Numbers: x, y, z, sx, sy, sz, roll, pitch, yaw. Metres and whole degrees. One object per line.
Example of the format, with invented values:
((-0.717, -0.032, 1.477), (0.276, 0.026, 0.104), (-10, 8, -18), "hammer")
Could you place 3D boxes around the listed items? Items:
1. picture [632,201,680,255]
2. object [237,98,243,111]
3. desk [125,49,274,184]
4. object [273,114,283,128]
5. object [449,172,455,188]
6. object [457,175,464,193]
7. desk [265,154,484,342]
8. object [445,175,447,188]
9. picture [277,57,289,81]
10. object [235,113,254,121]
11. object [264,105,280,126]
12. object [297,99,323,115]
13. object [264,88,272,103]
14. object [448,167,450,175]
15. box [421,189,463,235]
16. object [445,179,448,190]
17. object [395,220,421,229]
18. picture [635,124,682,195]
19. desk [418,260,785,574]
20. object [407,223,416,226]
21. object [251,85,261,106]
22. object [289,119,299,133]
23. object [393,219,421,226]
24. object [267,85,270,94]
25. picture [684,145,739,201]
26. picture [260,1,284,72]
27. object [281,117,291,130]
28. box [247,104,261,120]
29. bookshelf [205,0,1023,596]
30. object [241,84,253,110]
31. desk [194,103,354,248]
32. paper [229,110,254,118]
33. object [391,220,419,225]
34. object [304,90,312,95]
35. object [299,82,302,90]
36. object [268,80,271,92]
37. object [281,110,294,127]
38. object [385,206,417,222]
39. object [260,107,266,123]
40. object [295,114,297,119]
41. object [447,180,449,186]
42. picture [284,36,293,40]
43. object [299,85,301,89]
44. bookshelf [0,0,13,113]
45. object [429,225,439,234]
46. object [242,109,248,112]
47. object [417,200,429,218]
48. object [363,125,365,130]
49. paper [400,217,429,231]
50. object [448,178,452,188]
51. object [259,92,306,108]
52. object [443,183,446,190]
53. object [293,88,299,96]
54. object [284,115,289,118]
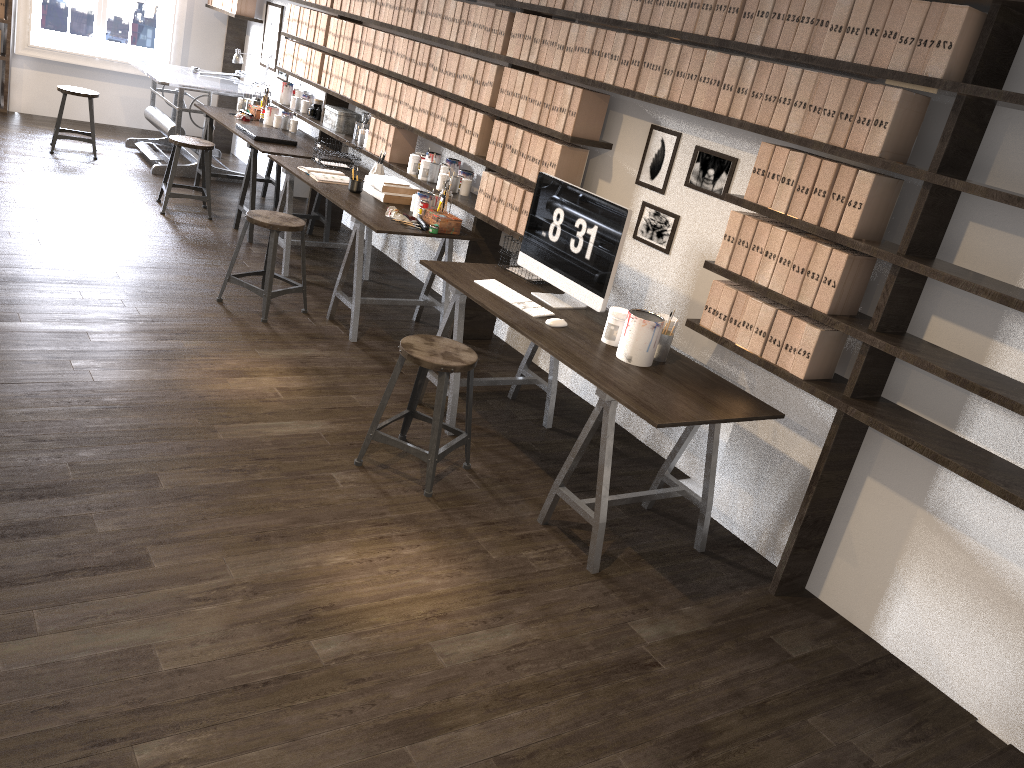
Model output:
((0.667, -0.724, 4.091), (0.023, 0.181, 0.255), (0, 24, -36), "picture")
((-2.191, -2.264, 7.188), (0.068, 0.103, 0.069), (2, 23, -32), "object")
((-2.746, -2.474, 7.852), (1.071, 1.081, 1.288), (-1, 24, -36), "desk")
((-1.808, -2.026, 6.832), (0.062, 0.093, 0.063), (15, 19, 2), "object")
((-0.342, -1.038, 4.793), (0.020, 0.225, 0.007), (12, 18, -6), "object")
((-0.313, -1.179, 5.231), (0.045, 0.101, 0.045), (-5, 26, -44), "object")
((-0.941, -0.836, 5.388), (0.655, 0.659, 1.694), (-1, 25, -36), "desk")
((-0.366, -1.038, 4.801), (0.007, 0.211, 0.056), (3, 21, -30), "object")
((-2.011, -2.771, 7.823), (0.023, 0.181, 0.255), (0, 24, -36), "picture")
((-2.082, -2.079, 6.868), (0.132, 0.050, 0.200), (11, 21, -9), "object")
((-1.874, -2.090, 6.901), (0.104, 0.139, 0.106), (-5, 27, -43), "object")
((-1.566, -2.152, 6.941), (0.107, 0.159, 0.238), (20, 21, 16), "object")
((-2.003, -2.295, 7.216), (0.068, 0.226, 0.070), (-2, 24, -39), "object")
((-0.376, -1.216, 5.232), (0.029, 0.133, 0.004), (-2, 25, -40), "object")
((-0.371, -0.940, 4.785), (0.137, 0.204, 0.215), (0, 24, -36), "box")
((-0.361, -1.019, 4.790), (0.008, 0.183, 0.072), (15, 19, 4), "object")
((-0.555, -0.853, 4.731), (0.158, 0.005, 0.005), (20, 21, 17), "object")
((0.676, -1.036, 4.082), (0.022, 0.280, 0.204), (0, 24, -36), "picture")
((0.211, 0.071, 3.783), (0.655, 0.659, 1.694), (-1, 25, -36), "desk")
((-0.565, -0.860, 4.746), (0.119, 0.006, 0.008), (18, 20, 11), "object")
((-2.070, -2.297, 7.165), (0.068, 0.234, 0.070), (-2, 24, -39), "object")
((-1.678, -1.986, 6.810), (0.062, 0.093, 0.062), (18, 19, 10), "object")
((-0.563, -0.865, 4.735), (0.172, 0.017, 0.011), (21, 20, 19), "object")
((-1.942, -2.277, 7.009), (0.006, 0.190, 0.056), (0, 23, -37), "object")
((0.860, -0.913, 3.824), (0.023, 0.181, 0.255), (0, 24, -36), "picture")
((-2.185, -3.158, 8.050), (0.040, 0.566, 0.421), (0, 23, -36), "picture")
((-1.743, -2.004, 6.817), (0.063, 0.092, 0.064), (18, 19, 10), "object")
((-2.015, -2.167, 7.074), (0.137, 0.082, 0.215), (-1, 25, -36), "box")
((-0.535, -1.427, 5.626), (0.373, 3.159, 9.320), (0, 24, -36), "bookshelf")
((-2.129, -2.291, 7.125), (0.068, 0.226, 0.070), (-2, 24, -39), "object")
((-1.891, -1.584, 6.712), (0.655, 0.659, 1.694), (-1, 25, -36), "desk")
((-2.137, -2.132, 6.980), (0.157, 0.037, 0.138), (29, 25, 34), "paper")
((-0.571, -0.864, 4.737), (0.156, 0.006, 0.006), (7, 21, -17), "object")
((-1.704, -2.369, 7.355), (0.070, 0.128, 0.071), (17, 19, 8), "object")
((-1.768, -2.404, 7.328), (0.034, 0.181, 0.005), (-4, 25, -43), "object")
((-1.936, -2.293, 7.016), (0.021, 0.225, 0.007), (5, 20, -25), "object")
((-1.762, -2.067, 6.929), (0.094, 0.126, 0.096), (1, 23, -32), "object")
((-0.612, -0.922, 4.819), (0.198, 0.050, 0.133), (22, 22, 21), "object")
((-1.944, -2.104, 6.932), (0.049, 0.110, 0.050), (-2, 24, -39), "object")
((-1.683, -2.029, 6.864), (0.004, 0.131, 0.030), (-2, 24, -40), "object")
((-0.368, -1.016, 4.787), (0.021, 0.177, 0.006), (8, 19, -18), "object")
((-1.938, -3.033, 7.725), (0.022, 0.280, 0.204), (0, 24, -36), "picture")
((-1.772, -2.402, 7.318), (0.041, 0.160, 0.005), (-4, 26, -43), "object")
((-5.576, -3.620, 7.358), (2.473, 3.667, 0.419), (-1, 23, -36), "bookshelf")
((-0.414, -0.818, 4.687), (0.049, 0.037, 0.050), (1, 24, -32), "object")
((-2.146, -2.182, 7.100), (0.049, 0.037, 0.050), (-3, 26, -39), "object")
((-0.493, -0.962, 4.910), (0.049, 0.110, 0.050), (1, 22, -33), "object")
((-1.023, -1.723, 6.120), (0.008, 0.123, 0.042), (-6, 27, -46), "object")
((-0.525, -0.863, 4.734), (0.137, 0.037, 0.158), (5, 22, -22), "paper")
((-0.354, -1.025, 4.806), (0.006, 0.179, 0.054), (15, 19, 4), "object")
((-1.827, -2.236, 7.060), (0.344, 0.144, 0.078), (8, 20, -15), "object")
((-0.373, -1.011, 4.798), (0.038, 0.151, 0.008), (18, 19, 11), "object")
((-1.776, -2.350, 7.259), (0.051, 0.137, 0.051), (-1, 24, -38), "object")
((-1.757, -2.028, 6.868), (0.044, 0.099, 0.045), (0, 23, -36), "object")
